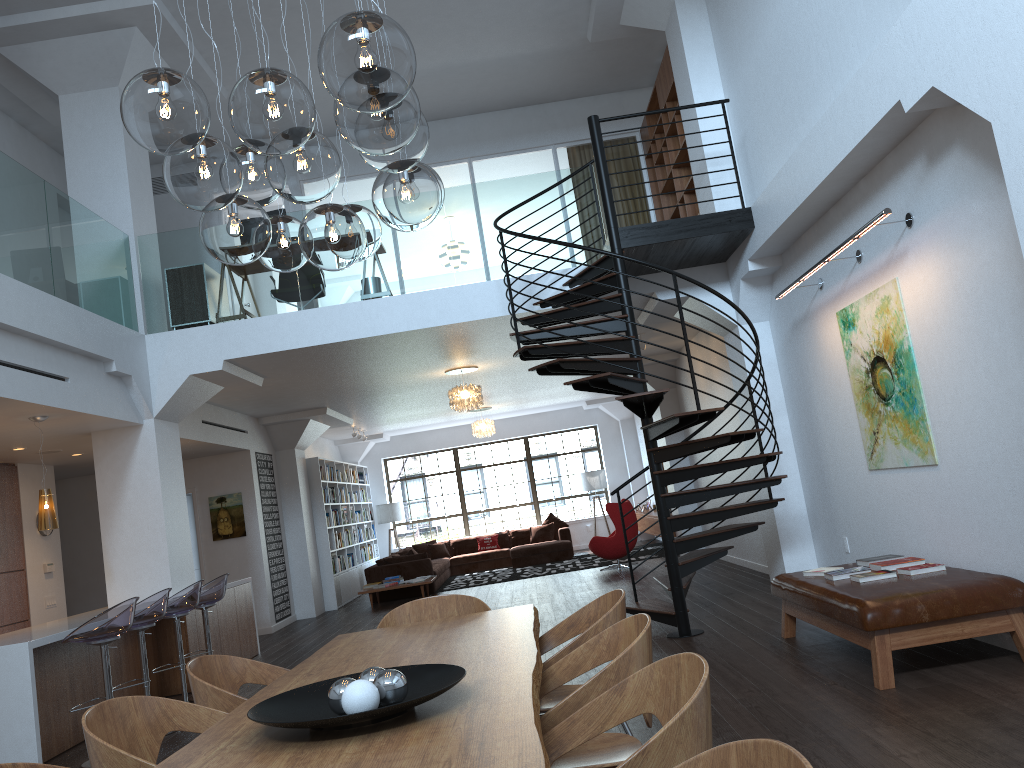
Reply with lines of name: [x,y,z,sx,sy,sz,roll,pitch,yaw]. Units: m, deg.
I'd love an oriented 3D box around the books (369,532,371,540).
books: [-2.938,3.040,17.836,0.161,0.221,0.035,-9,-7,-1]

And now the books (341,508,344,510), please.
books: [-3.061,2.205,15.543,0.174,0.045,0.240,-9,-7,-1]

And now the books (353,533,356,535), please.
books: [-3.001,2.777,16.317,0.253,0.040,0.183,-9,-7,0]

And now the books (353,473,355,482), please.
books: [-3.137,1.823,17.134,0.168,0.231,0.037,-9,-7,0]

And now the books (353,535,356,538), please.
books: [-2.990,2.817,16.320,0.231,0.044,0.168,-8,-7,-5]

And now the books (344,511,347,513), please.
books: [-3.067,2.312,15.930,0.161,0.033,0.223,-9,-7,0]

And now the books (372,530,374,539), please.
books: [-2.931,3.066,18.152,0.172,0.235,0.112,-9,-7,0]

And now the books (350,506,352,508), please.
books: [-3.062,2.282,16.286,0.224,0.030,0.161,-10,-7,10]

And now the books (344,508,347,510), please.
books: [-3.069,2.259,15.952,0.144,0.024,0.208,-10,-7,5]

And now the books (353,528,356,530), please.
books: [-2.994,2.688,16.329,0.208,0.024,0.144,-10,-7,5]

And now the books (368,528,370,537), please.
books: [-2.949,3.015,17.803,0.160,0.251,0.039,-9,-7,0]

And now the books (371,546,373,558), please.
books: [-2.890,3.398,17.838,0.171,0.246,0.057,-9,-7,0]

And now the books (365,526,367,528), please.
books: [-2.984,2.829,17.436,0.223,0.031,0.161,-9,-7,0]

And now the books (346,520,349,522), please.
books: [-3.033,2.468,15.897,0.160,0.039,0.251,-10,-7,5]

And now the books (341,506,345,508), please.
books: [-3.059,2.165,15.526,0.223,0.027,0.161,-10,-7,9]

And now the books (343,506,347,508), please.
books: [-3.068,2.225,15.952,0.129,0.043,0.185,-11,-8,14]

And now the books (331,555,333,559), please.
books: [-2.960,2.785,14.228,0.174,0.045,0.240,-8,-7,-11]

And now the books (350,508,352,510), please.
books: [-3.058,2.310,16.274,0.223,0.031,0.161,-9,-7,0]

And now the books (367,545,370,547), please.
books: [-2.908,3.350,17.593,0.198,0.284,0.066,-9,-7,0]

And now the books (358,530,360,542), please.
books: [-2.955,2.872,16.664,0.174,0.243,0.085,-9,-7,0]

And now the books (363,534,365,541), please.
books: [-2.948,2.949,17.161,0.161,0.218,0.101,-9,-7,0]

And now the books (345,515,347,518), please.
books: [-3.057,2.389,15.918,0.168,0.045,0.231,-8,-7,-5]

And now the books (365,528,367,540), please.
books: [-2.948,2.962,17.411,0.174,0.251,0.051,-9,-7,0]

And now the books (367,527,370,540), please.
books: [-2.950,3.001,17.702,0.183,0.253,0.042,-9,-7,0]

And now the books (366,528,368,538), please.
books: [-2.951,2.989,17.583,0.171,0.246,0.036,-9,-7,0]

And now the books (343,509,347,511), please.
books: [-3.086,2.289,15.957,0.223,0.027,0.161,-8,-7,-11]

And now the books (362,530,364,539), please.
books: [-2.946,2.942,17.127,0.161,0.222,0.084,-9,-7,0]

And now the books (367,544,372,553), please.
books: [-2.878,3.353,17.706,0.140,0.298,0.044,-9,-7,0]

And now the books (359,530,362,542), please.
books: [-2.950,2.878,16.751,0.182,0.253,0.098,-9,-7,0]

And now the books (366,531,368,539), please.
books: [-2.956,2.979,17.515,0.183,0.253,0.039,-9,-7,0]

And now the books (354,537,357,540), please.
books: [-2.998,2.863,16.328,0.259,0.040,0.180,-9,-7,0]

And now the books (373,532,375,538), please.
books: [-2.933,3.099,18.300,0.161,0.213,0.146,-9,-7,0]

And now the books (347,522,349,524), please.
books: [-3.024,2.506,15.894,0.171,0.039,0.246,-9,-7,0]

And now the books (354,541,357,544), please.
books: [-2.980,2.933,16.292,0.246,0.038,0.171,-9,-7,0]

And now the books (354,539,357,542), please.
books: [-2.988,2.897,16.299,0.251,0.037,0.160,-10,-7,5]

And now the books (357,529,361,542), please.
books: [-2.962,2.872,16.704,0.182,0.255,0.077,-9,-7,0]

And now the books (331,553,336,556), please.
books: [-2.958,2.745,14.211,0.223,0.027,0.161,-10,-7,9]

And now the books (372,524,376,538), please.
books: [-2.937,3.072,18.406,0.176,0.290,0.053,-9,-7,0]

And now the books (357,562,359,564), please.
books: [-2.957,3.296,16.215,0.284,0.035,0.197,-9,-7,0]

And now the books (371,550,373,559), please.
books: [-2.876,3.404,17.746,0.144,0.207,0.048,-9,-7,0]

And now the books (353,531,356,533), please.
books: [-3.000,2.743,16.328,0.223,0.032,0.161,-9,-7,0]

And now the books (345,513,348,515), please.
books: [-3.055,2.345,15.919,0.183,0.042,0.253,-9,-7,0]

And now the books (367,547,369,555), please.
books: [-2.896,3.332,17.354,0.183,0.253,0.036,-9,-7,0]

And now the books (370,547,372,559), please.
books: [-2.892,3.374,17.652,0.189,0.247,0.057,-9,-7,0]

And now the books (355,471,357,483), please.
books: [-3.129,1.836,17.339,0.183,0.253,0.034,-9,-7,0]

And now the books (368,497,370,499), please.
books: [-3.079,2.376,18.310,0.254,0.032,0.174,-14,-9,34]

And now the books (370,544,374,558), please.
books: [-2.895,3.387,17.922,0.176,0.290,0.053,-9,-7,0]

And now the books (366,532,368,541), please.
books: [-2.940,2.985,17.479,0.161,0.223,0.030,-9,-7,0]

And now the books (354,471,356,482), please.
books: [-3.131,1.819,17.203,0.183,0.253,0.034,-9,-7,0]

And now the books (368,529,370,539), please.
books: [-2.942,3.023,17.766,0.161,0.223,0.032,-9,-7,0]

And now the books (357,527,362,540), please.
books: [-2.969,2.876,16.856,0.197,0.290,0.136,-9,-7,0]

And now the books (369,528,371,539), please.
books: [-2.945,3.042,17.923,0.168,0.228,0.139,-9,-7,0]

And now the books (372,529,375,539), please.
books: [-2.929,3.090,18.250,0.161,0.213,0.118,-9,-7,0]

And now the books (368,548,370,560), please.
books: [-2.892,3.336,17.389,0.183,0.253,0.037,-9,-7,0]

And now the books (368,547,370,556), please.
books: [-2.895,3.341,17.424,0.183,0.253,0.036,-9,-7,0]

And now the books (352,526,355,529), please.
books: [-3.002,2.656,16.326,0.185,0.041,0.129,-11,-8,14]

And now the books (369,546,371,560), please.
books: [-2.890,3.354,17.534,0.183,0.253,0.037,-9,-7,0]
